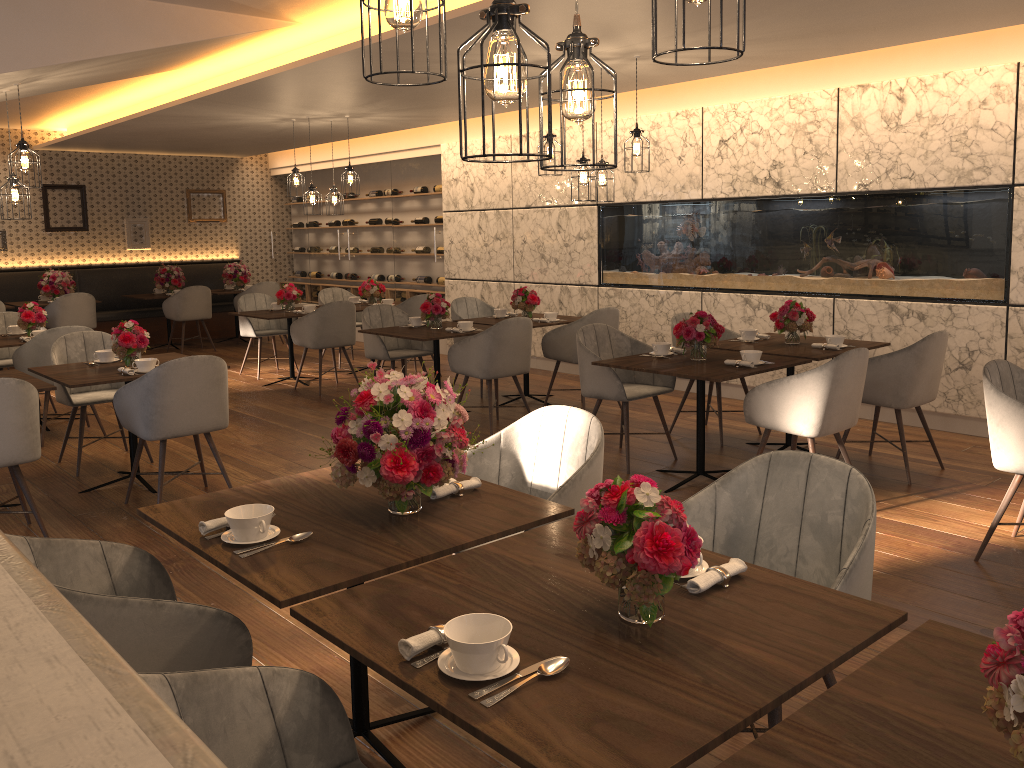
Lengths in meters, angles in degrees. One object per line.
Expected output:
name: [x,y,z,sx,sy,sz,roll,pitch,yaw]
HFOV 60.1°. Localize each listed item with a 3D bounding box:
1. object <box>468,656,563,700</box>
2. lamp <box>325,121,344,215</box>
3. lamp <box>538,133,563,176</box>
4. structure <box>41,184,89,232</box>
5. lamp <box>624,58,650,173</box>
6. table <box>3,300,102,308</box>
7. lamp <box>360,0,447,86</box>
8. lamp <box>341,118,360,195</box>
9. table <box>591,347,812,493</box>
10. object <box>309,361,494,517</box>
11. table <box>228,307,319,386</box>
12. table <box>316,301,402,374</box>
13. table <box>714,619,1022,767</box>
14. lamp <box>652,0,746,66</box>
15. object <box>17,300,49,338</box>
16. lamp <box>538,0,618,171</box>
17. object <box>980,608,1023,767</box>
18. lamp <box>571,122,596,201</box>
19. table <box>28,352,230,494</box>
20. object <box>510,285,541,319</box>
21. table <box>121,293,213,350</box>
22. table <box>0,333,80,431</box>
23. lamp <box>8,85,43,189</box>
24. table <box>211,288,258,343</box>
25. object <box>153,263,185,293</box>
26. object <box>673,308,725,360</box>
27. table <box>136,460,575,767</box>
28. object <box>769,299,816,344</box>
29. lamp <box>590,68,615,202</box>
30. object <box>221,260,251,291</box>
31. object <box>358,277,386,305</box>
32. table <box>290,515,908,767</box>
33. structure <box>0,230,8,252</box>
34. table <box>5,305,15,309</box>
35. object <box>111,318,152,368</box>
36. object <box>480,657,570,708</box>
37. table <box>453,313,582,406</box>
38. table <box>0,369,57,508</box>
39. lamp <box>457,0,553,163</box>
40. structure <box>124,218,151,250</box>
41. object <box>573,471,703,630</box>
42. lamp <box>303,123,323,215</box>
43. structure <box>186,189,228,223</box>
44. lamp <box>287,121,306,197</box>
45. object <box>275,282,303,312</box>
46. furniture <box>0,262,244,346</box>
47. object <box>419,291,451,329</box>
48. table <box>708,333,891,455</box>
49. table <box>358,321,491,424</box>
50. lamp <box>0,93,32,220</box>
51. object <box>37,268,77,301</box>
object: [0.011,0.512,1.555,0.211,0.004,0.022,-10,13,-41]
lamp: [-1.870,-2.787,9.141,0.175,2.057,0.175,-7,9,-39]
lamp: [0.254,-2.515,6.223,0.175,2.057,0.175,-7,9,-39]
structure: [-5.981,-2.354,11.856,0.546,0.628,0.035,-8,10,-41]
lamp: [0.848,-2.495,6.039,0.175,2.057,0.175,-7,9,-39]
table: [-5.699,-0.662,11.029,0.900,0.716,0.900,-9,11,-41]
lamp: [-0.252,-1.681,1.802,0.175,2.057,0.175,-7,9,-39]
lamp: [-1.657,-2.939,8.873,0.175,2.057,0.175,-7,9,-39]
table: [1.104,0.220,5.179,0.900,0.716,0.900,-9,11,-41]
object: [-0.305,0.145,2.475,0.406,0.422,0.422,5,10,37]
table: [-2.236,-0.371,8.957,0.900,0.716,0.900,-9,11,-41]
table: [-1.516,-0.496,9.584,0.900,0.716,0.900,-9,11,-41]
table: [0.792,0.930,1.162,0.900,0.716,0.900,-9,11,-41]
lamp: [0.343,-1.661,1.618,0.175,2.057,0.175,-7,9,-39]
object: [-3.827,-0.524,7.078,0.234,0.299,0.307,-4,9,-22]
lamp: [0.130,-1.508,1.886,0.175,2.057,0.175,-7,9,-39]
object: [0.744,0.419,1.122,0.234,0.299,0.307,0,8,6]
lamp: [0.475,-2.286,6.000,0.175,2.057,0.175,-7,9,-39]
table: [-2.320,0.252,5.409,0.900,0.716,0.900,-9,11,-41]
object: [0.127,-0.716,7.698,0.235,0.299,0.306,-8,11,-39]
table: [-4.637,-0.846,11.956,0.900,0.716,0.900,-9,11,-41]
table: [-3.856,-0.021,7.146,0.900,0.716,0.900,-9,11,-41]
lamp: [-3.127,-2.276,5.543,0.175,2.057,0.175,-7,9,-39]
table: [-3.917,-0.971,12.583,0.900,0.716,0.900,-9,11,-41]
object: [-4.578,-1.406,11.844,0.405,0.422,0.423,-1,8,1]
object: [1.094,-0.294,5.171,0.305,0.299,0.236,-2,8,-8]
table: [-0.449,0.710,2.565,0.900,0.716,0.900,-9,11,-41]
object: [1.825,-0.415,5.772,0.305,0.299,0.236,-4,8,-19]
lamp: [0.635,-2.343,6.307,0.175,2.057,0.175,-7,9,-39]
object: [-3.880,-1.529,12.467,0.405,0.422,0.423,-1,8,2]
object: [-1.512,-1.006,9.547,0.305,0.299,0.236,-4,8,-19]
table: [0.171,0.820,1.863,0.900,0.716,0.900,-9,11,-41]
structure: [-6.600,-1.830,11.359,0.217,0.275,0.018,-8,10,-41]
table: [-6.419,-0.537,10.401,0.900,0.716,0.900,-9,11,-41]
object: [-2.293,-0.253,5.343,0.234,0.299,0.307,-4,9,-22]
object: [0.029,0.512,1.524,0.043,0.015,0.198,8,14,44]
table: [0.121,-0.206,7.733,0.900,0.716,0.900,-9,11,-41]
table: [-3.041,0.376,4.782,0.900,0.716,0.900,-9,11,-41]
lamp: [-0.031,-1.451,1.579,0.175,2.057,0.175,-7,9,-39]
structure: [-5.279,-2.115,12.495,0.341,0.437,0.035,-8,10,-41]
object: [0.258,0.317,1.780,0.234,0.299,0.307,-4,9,-22]
lamp: [-2.031,-2.730,8.834,0.175,2.057,0.175,-7,9,-39]
structure: [-4.517,-2.638,13.120,0.603,0.482,0.032,-9,10,-41]
lamp: [-2.252,-2.959,9.056,0.175,2.057,0.175,-7,9,-39]
object: [-2.245,-0.886,8.950,0.234,0.299,0.307,3,9,26]
furniture: [-6.616,-0.829,11.055,7.117,1.074,0.543,-10,11,-41]
object: [-0.608,-0.596,7.097,0.234,0.299,0.307,3,9,26]
table: [1.824,0.095,5.807,0.900,0.716,0.900,-9,11,-41]
table: [-0.599,-0.081,7.105,0.900,0.716,0.900,-9,11,-41]
lamp: [-3.340,-2.123,5.810,0.175,2.057,0.175,-7,9,-39]
object: [-5.616,-1.223,10.922,0.421,0.422,0.407,-8,11,-38]
